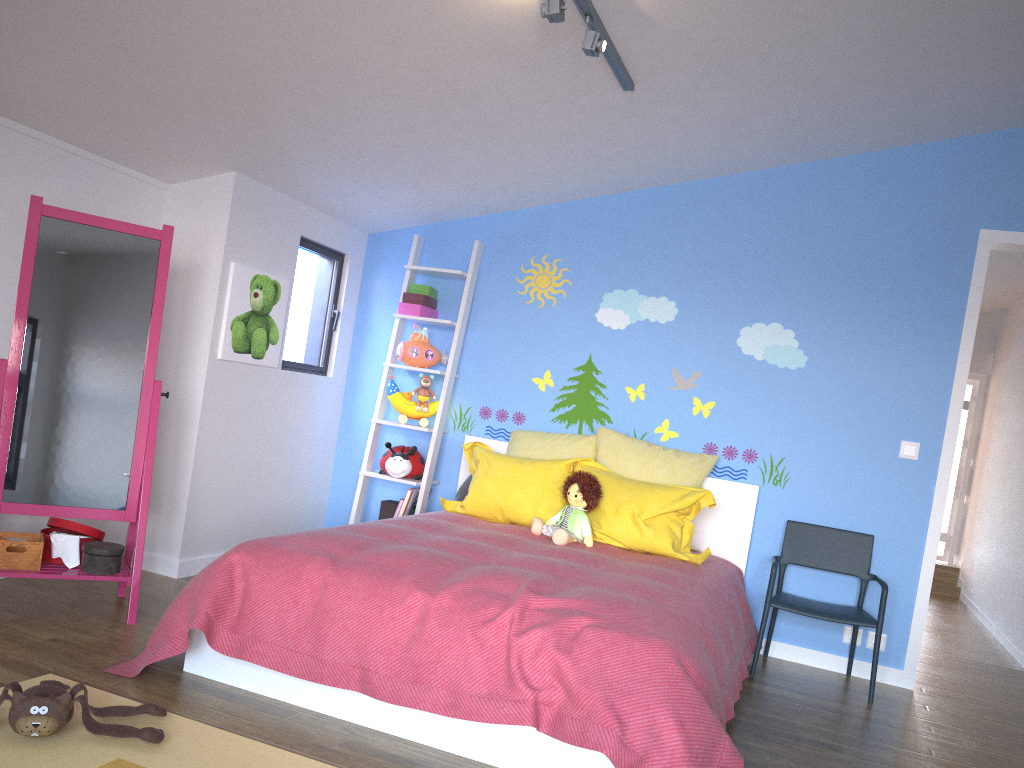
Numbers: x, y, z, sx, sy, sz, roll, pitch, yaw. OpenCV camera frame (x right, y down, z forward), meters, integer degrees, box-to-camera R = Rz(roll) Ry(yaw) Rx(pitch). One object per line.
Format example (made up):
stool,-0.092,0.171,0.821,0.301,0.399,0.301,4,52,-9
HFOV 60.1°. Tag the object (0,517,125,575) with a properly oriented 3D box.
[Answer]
object,-1.691,0.584,3.312,0.446,0.159,0.366,9,-1,-25

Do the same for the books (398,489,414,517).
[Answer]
books,-0.539,0.671,4.667,0.079,0.248,0.198,10,1,20

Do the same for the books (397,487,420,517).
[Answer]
books,-0.545,0.669,4.712,0.077,0.254,0.209,10,1,20

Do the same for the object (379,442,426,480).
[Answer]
object,-0.596,0.405,4.731,0.252,0.183,0.323,9,0,26

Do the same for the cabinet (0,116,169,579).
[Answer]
cabinet,-2.436,-0.204,2.109,0.052,1.765,4.242,10,0,20

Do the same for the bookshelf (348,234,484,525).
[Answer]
bookshelf,-0.536,0.110,4.751,0.390,1.854,0.381,10,2,20

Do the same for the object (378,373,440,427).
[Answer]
object,-0.520,0.079,4.702,0.372,0.282,0.153,9,1,-8

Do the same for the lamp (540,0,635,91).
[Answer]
lamp,0.234,-1.093,2.730,0.123,0.144,1.208,9,-1,23

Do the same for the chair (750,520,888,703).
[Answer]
chair,1.396,0.996,4.006,0.511,0.675,0.417,9,1,16

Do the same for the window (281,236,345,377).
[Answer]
window,-1.126,-0.431,4.754,0.208,0.748,0.587,10,1,20

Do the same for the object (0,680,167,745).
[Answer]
object,-1.215,0.808,2.309,0.607,0.112,0.398,9,-1,-21

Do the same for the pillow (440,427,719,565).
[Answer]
pillow,0.333,0.460,4.207,1.341,0.532,0.681,9,0,21

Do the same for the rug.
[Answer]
rug,-0.554,0.976,1.709,2.194,0.006,1.203,9,-1,20

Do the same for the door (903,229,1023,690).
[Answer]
door,2.606,0.457,4.353,1.030,2.132,1.000,9,1,20

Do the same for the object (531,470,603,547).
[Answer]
object,0.248,0.534,3.812,0.252,0.342,0.285,8,1,-36

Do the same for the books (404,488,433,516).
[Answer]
books,1.173,4.237,6.153,5.411,6.719,0.358,9,2,-30

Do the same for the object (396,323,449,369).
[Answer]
object,-0.469,-0.198,4.759,0.296,0.234,0.157,9,1,-10

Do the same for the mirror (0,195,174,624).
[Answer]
mirror,-1.601,0.097,3.267,0.612,1.491,0.415,8,2,-29

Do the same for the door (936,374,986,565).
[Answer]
door,4.634,0.899,10.091,1.030,2.132,0.163,9,2,19

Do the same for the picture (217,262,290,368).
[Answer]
picture,-1.225,-0.316,4.226,0.026,0.444,0.451,10,1,20

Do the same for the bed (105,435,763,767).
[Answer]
bed,0.043,0.704,3.472,1.921,0.812,2.322,9,-1,20
